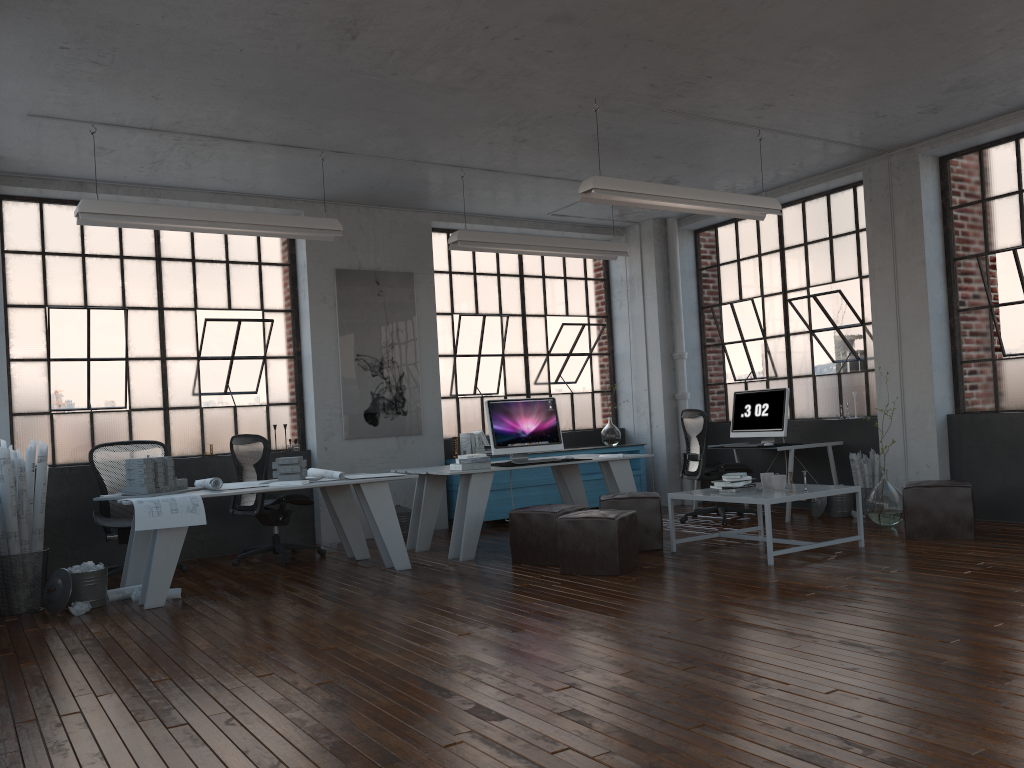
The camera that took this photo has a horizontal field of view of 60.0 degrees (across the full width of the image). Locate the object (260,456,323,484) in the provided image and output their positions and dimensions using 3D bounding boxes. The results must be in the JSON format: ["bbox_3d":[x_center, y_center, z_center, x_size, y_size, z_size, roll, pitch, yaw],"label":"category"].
[{"bbox_3d":[-1.691,0.655,6.804,0.416,0.182,0.389,-3,-2,-2],"label":"object"}]

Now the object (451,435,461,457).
[{"bbox_3d":[-0.584,0.646,9.236,0.132,0.236,0.132,-4,-1,24],"label":"object"}]

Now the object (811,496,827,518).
[{"bbox_3d":[2.857,1.108,8.277,0.107,0.281,0.293,-3,-2,-7],"label":"object"}]

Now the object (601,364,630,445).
[{"bbox_3d":[1.190,0.230,10.092,0.434,0.939,0.231,-4,-1,39],"label":"object"}]

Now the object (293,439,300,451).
[{"bbox_3d":[-2.057,0.579,8.460,0.058,0.117,0.032,-3,-1,-19],"label":"object"}]

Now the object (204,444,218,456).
[{"bbox_3d":[-2.736,0.599,8.070,0.124,0.100,0.124,-3,-2,-10],"label":"object"}]

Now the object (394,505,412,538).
[{"bbox_3d":[-1.099,1.331,8.635,0.292,0.308,0.293,-3,-2,-4],"label":"object"}]

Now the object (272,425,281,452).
[{"bbox_3d":[-2.241,0.515,8.402,0.085,0.259,0.085,-4,-1,21],"label":"object"}]

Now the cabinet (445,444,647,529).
[{"bbox_3d":[0.416,1.087,9.619,2.261,0.732,0.627,-2,-2,-32],"label":"cabinet"}]

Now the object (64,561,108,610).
[{"bbox_3d":[-2.824,1.322,5.857,0.290,0.294,0.291,-4,-2,8],"label":"object"}]

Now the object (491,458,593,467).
[{"bbox_3d":[0.168,0.678,7.650,0.848,0.008,0.688,-2,-3,-31],"label":"object"}]

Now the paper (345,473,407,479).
[{"bbox_3d":[-1.073,0.707,6.836,0.428,0.001,0.485,-2,-3,-22],"label":"paper"}]

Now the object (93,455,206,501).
[{"bbox_3d":[-2.505,0.621,6.214,0.434,0.305,0.736,-4,-2,12],"label":"object"}]

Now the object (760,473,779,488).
[{"bbox_3d":[1.951,0.731,6.730,0.129,0.109,0.101,-3,-2,-24],"label":"object"}]

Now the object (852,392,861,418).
[{"bbox_3d":[3.323,0.204,8.581,0.084,0.256,0.084,-3,-1,-10],"label":"object"}]

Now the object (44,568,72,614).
[{"bbox_3d":[-2.924,1.331,5.687,0.293,0.281,0.107,-4,-1,31],"label":"object"}]

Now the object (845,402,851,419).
[{"bbox_3d":[3.281,0.261,8.656,0.066,0.160,0.066,-3,-1,-1],"label":"object"}]

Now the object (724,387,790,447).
[{"bbox_3d":[2.398,0.334,8.789,0.377,0.552,0.715,-3,-2,-31],"label":"object"}]

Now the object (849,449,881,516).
[{"bbox_3d":[3.324,0.906,8.247,0.293,0.627,0.274,-3,-1,9],"label":"object"}]

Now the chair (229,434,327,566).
[{"bbox_3d":[-2.070,0.960,7.599,0.771,1.085,0.792,-4,-1,26],"label":"chair"}]

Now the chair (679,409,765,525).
[{"bbox_3d":[1.956,0.769,8.554,0.792,1.085,0.771,-3,-1,-29],"label":"chair"}]

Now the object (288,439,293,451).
[{"bbox_3d":[-2.122,0.583,8.486,0.058,0.117,0.032,-4,-1,19],"label":"object"}]

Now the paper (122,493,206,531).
[{"bbox_3d":[-2.248,0.823,5.719,0.439,0.183,0.435,-2,-3,-33],"label":"paper"}]

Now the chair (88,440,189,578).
[{"bbox_3d":[-2.955,0.984,6.956,0.770,1.085,0.793,-2,-2,-39],"label":"chair"}]

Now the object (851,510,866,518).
[{"bbox_3d":[3.155,1.196,8.082,0.125,0.107,0.095,-4,-2,9],"label":"object"}]

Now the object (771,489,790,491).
[{"bbox_3d":[1.956,0.774,6.457,0.137,0.003,0.137,-3,-2,-12],"label":"object"}]

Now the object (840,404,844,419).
[{"bbox_3d":[3.223,0.268,8.675,0.055,0.153,0.055,-4,-1,17],"label":"object"}]

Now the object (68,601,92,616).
[{"bbox_3d":[-2.728,1.416,5.588,0.135,0.083,0.108,-2,-2,-42],"label":"object"}]

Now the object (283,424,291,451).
[{"bbox_3d":[-2.153,0.512,8.439,0.085,0.259,0.085,-4,-1,21],"label":"object"}]

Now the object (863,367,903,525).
[{"bbox_3d":[3.114,0.511,7.336,0.330,1.339,0.619,-3,-1,4],"label":"object"}]

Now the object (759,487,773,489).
[{"bbox_3d":[1.945,0.786,6.723,0.137,0.003,0.137,-3,-2,-12],"label":"object"}]

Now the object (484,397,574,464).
[{"bbox_3d":[0.152,0.396,7.657,0.714,0.552,0.377,-2,-2,-31],"label":"object"}]

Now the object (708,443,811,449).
[{"bbox_3d":[2.411,0.616,8.785,0.687,0.008,0.849,-2,-3,-31],"label":"object"}]

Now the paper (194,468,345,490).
[{"bbox_3d":[-1.861,0.717,6.772,1.074,0.105,0.976,-2,-3,-32],"label":"paper"}]

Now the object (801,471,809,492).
[{"bbox_3d":[2.088,0.688,6.312,0.055,0.153,0.055,-4,-1,34],"label":"object"}]

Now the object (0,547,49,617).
[{"bbox_3d":[-3.215,1.294,5.797,0.354,0.398,0.354,-3,-2,-26],"label":"object"}]

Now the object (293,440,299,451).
[{"bbox_3d":[-2.085,0.591,8.529,0.058,0.102,0.032,-3,-1,2],"label":"object"}]

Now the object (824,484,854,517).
[{"bbox_3d":[3.052,1.087,8.303,0.290,0.294,0.290,-4,-2,15],"label":"object"}]

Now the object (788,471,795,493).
[{"bbox_3d":[1.979,0.694,6.280,0.052,0.148,0.052,-3,-1,8],"label":"object"}]

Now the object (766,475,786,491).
[{"bbox_3d":[1.933,0.721,6.449,0.129,0.109,0.101,-3,-2,-24],"label":"object"}]
